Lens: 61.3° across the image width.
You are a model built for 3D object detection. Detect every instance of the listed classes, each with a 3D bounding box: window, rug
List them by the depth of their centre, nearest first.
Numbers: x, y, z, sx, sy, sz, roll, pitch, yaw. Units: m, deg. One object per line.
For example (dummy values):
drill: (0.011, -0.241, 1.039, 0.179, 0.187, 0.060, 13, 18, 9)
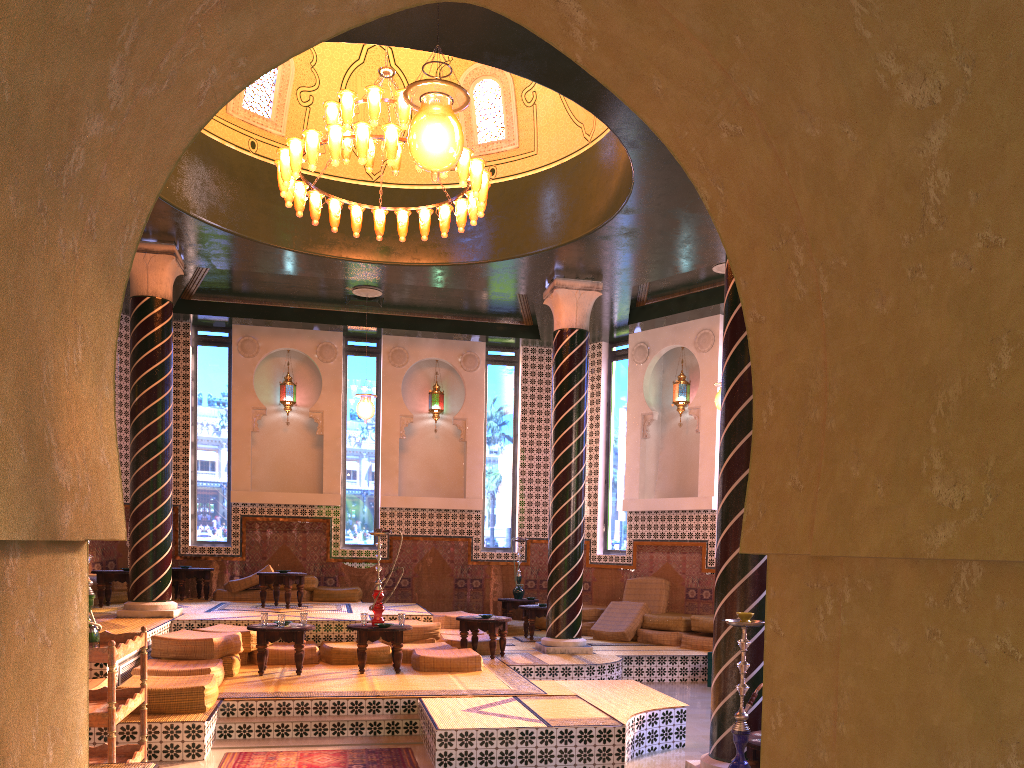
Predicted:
rug: (-1.789, 3.509, 8.061, 1.780, 0.009, 0.819, 3, -11, -12)
window: (-1.366, -4.408, 10.087, 5.745, 1.166, 5.579, -3, -11, 24)
window: (-5.865, 1.181, 16.910, 0.775, 4.036, 0.090, 1, 3, -12)
window: (2.181, 1.427, 17.284, 0.091, 4.036, 0.769, -1, 3, -42)
window: (-3.068, 1.352, 17.498, 0.775, 4.036, 0.090, 1, 3, -12)
window: (-0.271, 1.524, 18.086, 0.775, 4.036, 0.090, 1, 3, -12)

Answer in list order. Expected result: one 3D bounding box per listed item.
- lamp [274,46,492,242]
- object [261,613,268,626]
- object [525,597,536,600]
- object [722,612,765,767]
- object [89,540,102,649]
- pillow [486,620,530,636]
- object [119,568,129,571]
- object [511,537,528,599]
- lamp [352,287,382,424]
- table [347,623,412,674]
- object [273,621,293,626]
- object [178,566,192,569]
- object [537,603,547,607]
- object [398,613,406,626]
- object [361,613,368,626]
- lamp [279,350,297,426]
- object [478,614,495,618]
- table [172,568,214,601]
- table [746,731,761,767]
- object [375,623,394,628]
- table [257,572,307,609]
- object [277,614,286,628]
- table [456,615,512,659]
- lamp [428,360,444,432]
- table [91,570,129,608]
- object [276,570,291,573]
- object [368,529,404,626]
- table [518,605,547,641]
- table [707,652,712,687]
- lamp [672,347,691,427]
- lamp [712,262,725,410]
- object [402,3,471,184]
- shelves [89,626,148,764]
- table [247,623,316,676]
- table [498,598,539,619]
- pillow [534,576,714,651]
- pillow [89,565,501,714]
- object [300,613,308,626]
lamp: (-1.433, -4.379, 9.943, 2.471, 4.646, 2.469, 1, 0, -4)
object: (-3.096, 2.947, 10.803, 0.092, 0.164, 0.092, 1, -1, 36)
object: (0.382, 4.312, 17.336, 0.250, 0.045, 0.254, 1, -10, 3)
object: (1.768, 2.208, 5.979, 0.838, 1.273, 0.352, 2, 0, -41)
object: (-3.319, 1.436, 6.559, 0.463, 1.265, 0.296, 1, 2, -4)
pillow: (-0.162, 4.679, 16.565, 0.983, 0.279, 0.953, 10, -13, -40)
object: (-6.335, 3.057, 14.223, 0.250, 0.045, 0.254, 1, -10, 3)
object: (0.111, 3.711, 17.384, 0.300, 1.265, 0.462, 2, 1, 25)
lamp: (-2.556, -0.466, 15.158, 0.519, 2.339, 0.515, 0, 2, -23)
table: (-1.714, 3.420, 11.162, 0.841, 0.591, 0.846, -4, -8, 42)
object: (-2.897, 3.033, 10.927, 0.251, 0.045, 0.254, -5, -12, 33)
object: (-6.084, 3.409, 16.064, 0.250, 0.045, 0.254, 1, -10, 3)
object: (0.551, 3.970, 15.497, 0.250, 0.045, 0.254, 1, -10, 3)
object: (-1.429, 3.055, 11.184, 0.092, 0.164, 0.092, 2, -1, -34)
object: (-1.898, 3.026, 11.085, 0.092, 0.164, 0.092, 1, -1, -9)
lamp: (-4.455, 0.054, 17.182, 0.323, 1.578, 0.359, 2, 2, 22)
object: (-0.378, 3.442, 12.778, 0.252, 0.045, 0.253, 6, -11, -26)
table: (-6.039, 3.763, 16.233, 0.837, 0.591, 0.849, 1, -6, 6)
table: (2.270, 3.163, 6.943, 0.841, 0.591, 0.846, -4, -8, 42)
object: (-1.618, 3.062, 10.934, 0.251, 0.045, 0.254, -5, -12, 33)
table: (-3.950, 3.541, 14.822, 0.838, 0.591, 0.849, 1, -6, 0)
object: (-2.845, 2.924, 10.653, 0.092, 0.164, 0.092, 2, -1, -34)
table: (-0.423, 3.780, 12.877, 0.838, 0.591, 0.849, -1, -7, 24)
lamp: (-1.559, 0.236, 17.811, 0.359, 1.578, 0.323, 2, 2, 22)
table: (-6.478, 3.379, 14.239, 0.838, 0.591, 0.848, 2, -6, -6)
object: (-3.919, 3.220, 14.809, 0.250, 0.045, 0.254, 1, -10, 3)
object: (-1.639, 2.491, 11.120, 0.463, 1.264, 0.298, 1, 2, 4)
table: (0.527, 4.306, 15.567, 0.841, 0.591, 0.846, -4, -8, 42)
table: (3.998, 4.395, 12.906, 0.860, 0.616, 2.009, 7, -11, -41)
lamp: (3.183, 0.037, 16.202, 0.360, 1.578, 0.322, 0, 3, -38)
lamp: (3.345, -0.663, 13.424, 0.519, 2.339, 0.515, 0, 2, -23)
object: (-0.424, -2.332, 4.980, 0.519, 2.339, 0.515, 0, 2, -23)
shelves: (-3.351, 2.604, 6.817, 0.747, 1.297, 1.193, 1, -3, -10)
table: (-2.900, 3.338, 10.856, 0.841, 0.591, 0.846, 4, -7, -21)
table: (0.121, 4.650, 17.463, 0.838, 0.591, 0.849, 2, -6, -2)
pillow: (2.414, 4.136, 15.790, 1.415, 1.199, 5.780, 6, -10, -42)
pillow: (-4.936, 3.247, 12.062, 10.046, 1.269, 10.057, 3, -11, -11)
object: (-2.627, 2.975, 10.901, 0.092, 0.164, 0.092, 2, -1, -34)
